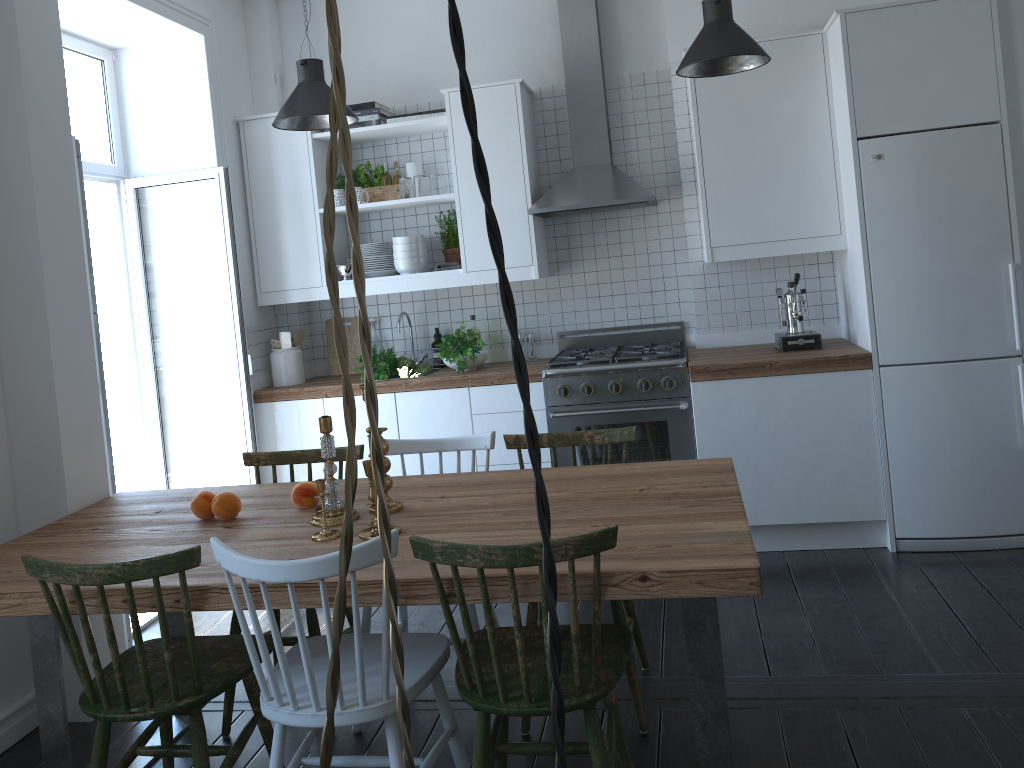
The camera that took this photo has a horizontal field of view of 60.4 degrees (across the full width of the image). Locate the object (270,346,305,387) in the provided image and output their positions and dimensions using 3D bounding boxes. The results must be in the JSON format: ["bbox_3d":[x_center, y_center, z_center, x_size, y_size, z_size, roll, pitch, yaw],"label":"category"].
[{"bbox_3d":[-1.250,-0.100,4.905,0.173,0.207,0.175,-5,4,16],"label":"object"}]

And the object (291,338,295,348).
[{"bbox_3d":[-1.219,-0.132,4.940,0.051,0.246,0.114,-6,2,-24],"label":"object"}]

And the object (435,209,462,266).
[{"bbox_3d":[-0.326,-0.820,4.935,0.172,0.365,0.164,-7,2,-42],"label":"object"}]

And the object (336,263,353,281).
[{"bbox_3d":[-0.899,-0.632,4.809,0.209,0.134,0.103,-3,4,23],"label":"object"}]

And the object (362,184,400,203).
[{"bbox_3d":[-0.797,-1.055,4.993,0.392,0.103,0.154,-4,5,11],"label":"object"}]

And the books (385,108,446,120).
[{"bbox_3d":[-0.493,-1.475,4.881,0.340,0.016,0.277,-4,8,12],"label":"books"}]

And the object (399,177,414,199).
[{"bbox_3d":[-0.571,-1.055,4.757,0.086,0.119,0.087,-4,4,34],"label":"object"}]

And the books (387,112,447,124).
[{"bbox_3d":[-0.491,-1.448,4.872,0.349,0.038,0.263,-4,7,10],"label":"books"}]

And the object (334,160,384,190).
[{"bbox_3d":[-0.878,-1.135,5.007,0.347,0.254,0.164,-6,3,1],"label":"object"}]

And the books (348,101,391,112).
[{"bbox_3d":[-0.875,-1.525,4.945,0.324,0.038,0.261,-4,7,13],"label":"books"}]

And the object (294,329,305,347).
[{"bbox_3d":[-1.214,-0.155,4.936,0.131,0.295,0.056,-6,1,-10],"label":"object"}]

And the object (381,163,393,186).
[{"bbox_3d":[-0.704,-1.132,4.960,0.060,0.224,0.060,-6,1,-6],"label":"object"}]

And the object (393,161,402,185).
[{"bbox_3d":[-0.647,-1.145,4.993,0.056,0.233,0.056,-5,1,14],"label":"object"}]

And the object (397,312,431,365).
[{"bbox_3d":[-0.555,-0.238,4.954,0.189,0.352,0.275,-6,3,-12],"label":"object"}]

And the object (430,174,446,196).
[{"bbox_3d":[-0.405,-1.072,4.764,0.086,0.119,0.086,-7,3,-20],"label":"object"}]

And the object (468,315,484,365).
[{"bbox_3d":[-0.207,-0.246,4.928,0.066,0.282,0.066,-6,1,6],"label":"object"}]

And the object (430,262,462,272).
[{"bbox_3d":[-0.346,-0.640,4.808,0.245,0.042,0.279,-5,7,4],"label":"object"}]

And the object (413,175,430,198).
[{"bbox_3d":[-0.490,-1.059,4.726,0.086,0.119,0.087,-4,4,34],"label":"object"}]

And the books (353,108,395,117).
[{"bbox_3d":[-0.858,-1.492,4.947,0.350,0.030,0.290,-4,7,11],"label":"books"}]

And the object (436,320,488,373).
[{"bbox_3d":[-0.270,-0.202,4.708,0.271,0.268,0.340,-6,5,1],"label":"object"}]

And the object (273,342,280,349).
[{"bbox_3d":[-1.284,-0.123,4.906,0.117,0.251,0.061,-4,2,41],"label":"object"}]

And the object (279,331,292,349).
[{"bbox_3d":[-1.254,-0.147,4.915,0.064,0.289,0.141,-6,2,-15],"label":"object"}]

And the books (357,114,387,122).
[{"bbox_3d":[-0.869,-1.459,4.938,0.328,0.030,0.262,-5,7,9],"label":"books"}]

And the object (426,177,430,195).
[{"bbox_3d":[-0.475,-1.072,4.815,0.086,0.119,0.086,-7,3,-20],"label":"object"}]

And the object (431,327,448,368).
[{"bbox_3d":[-0.416,-0.207,5.012,0.085,0.230,0.085,-6,2,-24],"label":"object"}]

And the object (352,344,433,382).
[{"bbox_3d":[-0.636,-0.075,4.760,0.471,0.307,0.284,-7,4,-16],"label":"object"}]

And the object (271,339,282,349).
[{"bbox_3d":[-1.296,-0.123,4.884,0.054,0.262,0.149,-6,2,-14],"label":"object"}]

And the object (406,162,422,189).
[{"bbox_3d":[-0.546,-1.134,4.965,0.085,0.221,0.085,-5,2,18],"label":"object"}]

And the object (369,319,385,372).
[{"bbox_3d":[-0.795,-0.223,5.088,0.097,0.317,0.098,-5,1,11],"label":"object"}]

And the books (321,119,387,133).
[{"bbox_3d":[-0.852,-1.424,4.945,0.350,0.044,0.262,-4,7,13],"label":"books"}]

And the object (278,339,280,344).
[{"bbox_3d":[-1.253,-0.130,4.944,0.118,0.249,0.034,-5,1,11],"label":"object"}]

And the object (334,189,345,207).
[{"bbox_3d":[-0.962,-1.020,4.865,0.083,0.100,0.109,-7,4,-20],"label":"object"}]

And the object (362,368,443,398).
[{"bbox_3d":[-0.587,0.002,4.819,0.371,0.111,0.357,-4,7,11],"label":"object"}]

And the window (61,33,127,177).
[{"bbox_3d":[-2.153,-1.324,4.030,0.105,0.654,1.191,-6,6,11],"label":"window"}]

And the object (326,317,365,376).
[{"bbox_3d":[-0.973,-0.220,5.153,0.220,0.329,0.041,-5,1,11],"label":"object"}]

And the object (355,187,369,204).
[{"bbox_3d":[-0.844,-1.027,4.827,0.108,0.100,0.083,-6,3,0],"label":"object"}]
